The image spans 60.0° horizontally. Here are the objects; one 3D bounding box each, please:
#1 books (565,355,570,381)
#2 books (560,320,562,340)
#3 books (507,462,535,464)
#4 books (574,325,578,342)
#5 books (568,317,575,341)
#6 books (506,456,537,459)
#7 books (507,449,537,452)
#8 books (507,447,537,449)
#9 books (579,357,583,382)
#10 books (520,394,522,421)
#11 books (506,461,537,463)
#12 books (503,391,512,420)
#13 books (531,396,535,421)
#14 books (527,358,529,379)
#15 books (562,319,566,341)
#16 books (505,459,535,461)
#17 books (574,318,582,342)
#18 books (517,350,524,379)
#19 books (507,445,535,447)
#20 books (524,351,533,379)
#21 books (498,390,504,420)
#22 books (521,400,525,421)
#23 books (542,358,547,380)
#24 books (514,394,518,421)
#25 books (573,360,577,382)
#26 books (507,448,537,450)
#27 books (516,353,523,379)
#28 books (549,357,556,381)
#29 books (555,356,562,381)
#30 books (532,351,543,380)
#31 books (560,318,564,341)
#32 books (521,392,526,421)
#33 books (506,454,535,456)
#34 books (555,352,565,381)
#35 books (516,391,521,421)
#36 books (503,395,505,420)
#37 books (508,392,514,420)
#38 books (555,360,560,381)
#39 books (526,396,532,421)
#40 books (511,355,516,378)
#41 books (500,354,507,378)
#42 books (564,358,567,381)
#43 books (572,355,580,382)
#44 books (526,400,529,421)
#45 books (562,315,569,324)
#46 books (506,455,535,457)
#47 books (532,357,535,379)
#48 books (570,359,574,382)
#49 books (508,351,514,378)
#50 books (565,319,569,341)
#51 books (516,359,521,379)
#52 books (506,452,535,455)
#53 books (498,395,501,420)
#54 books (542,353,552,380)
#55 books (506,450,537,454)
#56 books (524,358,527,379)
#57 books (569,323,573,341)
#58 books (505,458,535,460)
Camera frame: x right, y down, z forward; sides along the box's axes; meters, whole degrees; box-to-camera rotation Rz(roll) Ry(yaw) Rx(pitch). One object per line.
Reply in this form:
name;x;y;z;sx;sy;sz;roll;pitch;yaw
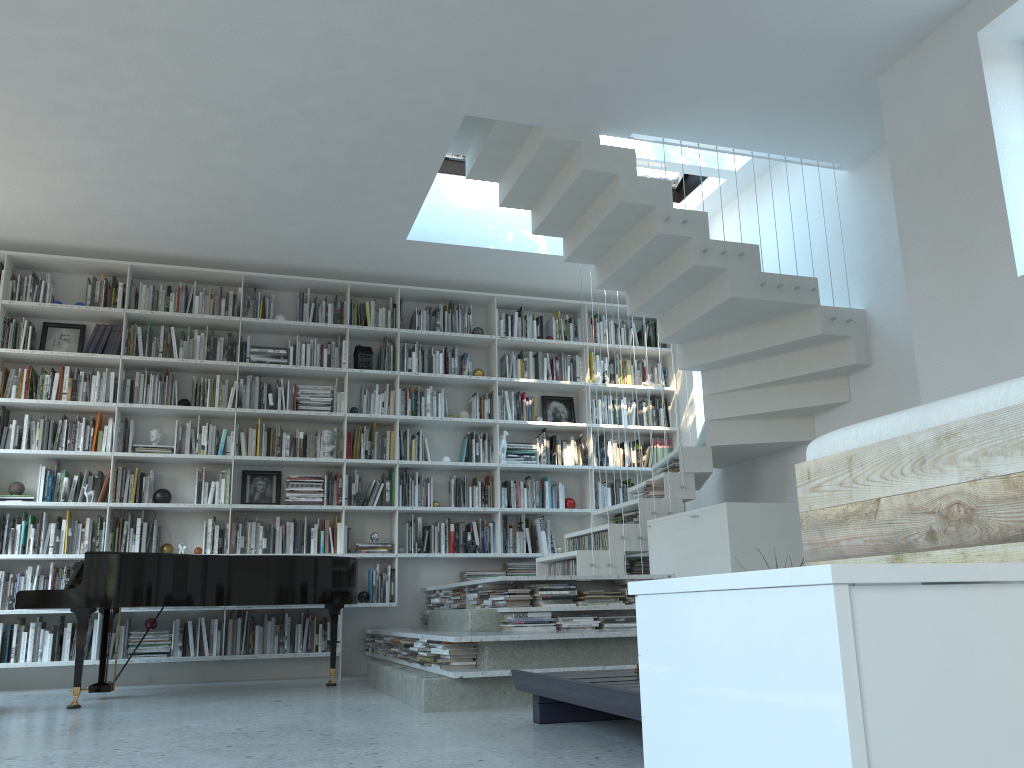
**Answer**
books;0.477;-0.104;7.913;0.036;0.271;0.177;3;-15;-17
books;0.415;-0.440;7.978;0.007;0.225;0.170;3;-15;-17
books;0.053;0.690;7.594;0.254;0.012;0.161;4;-15;-21
books;0.556;-0.417;8.050;0.031;0.211;0.132;3;-15;-17
books;0.530;-0.453;8.045;0.025;0.278;0.136;3;-15;-17
books;0.051;0.644;7.610;0.285;0.012;0.160;4;-15;-19
books;0.052;0.585;7.625;0.285;0.012;0.160;3;-15;-15
books;0.052;0.562;7.630;0.285;0.012;0.160;3;-15;-15
books;0.593;-0.091;7.959;0.031;0.264;0.170;3;-15;-17
books;0.055;0.236;7.718;0.020;0.266;0.152;3;-15;-17
books;0.053;0.677;7.594;0.285;0.012;0.160;2;-15;-12
books;-0.052;0.218;7.682;0.065;0.288;0.146;3;-15;-17
books;0.161;0.248;7.726;0.026;0.243;0.178;3;-15;-17
books;0.117;-0.099;7.826;0.024;0.235;0.147;3;-15;-17
books;0.448;-0.447;8.015;0.017;0.256;0.147;3;-15;-17
books;0.052;0.666;7.599;0.254;0.012;0.161;2;-15;-13
books;0.589;-0.446;8.045;0.026;0.262;0.163;3;-15;-17
books;0.075;-0.134;7.806;0.011;0.295;0.163;3;-15;-17
books;0.051;0.550;7.633;0.254;0.012;0.161;3;-15;-15
books;0.146;-0.128;7.820;0.026;0.287;0.156;3;-15;-17
books;-0.102;0.210;7.672;0.015;0.300;0.141;3;-14;-17
books;0.079;0.260;7.692;0.013;0.206;0.190;3;-15;-17
books;0.265;-0.097;7.835;0.030;0.229;0.187;3;-15;-17
books;0.010;0.235;7.715;0.043;0.268;0.131;3;-15;-17
books;0.542;-0.077;7.946;0.022;0.233;0.159;3;-15;-17
books;0.054;0.572;7.621;0.285;0.012;0.160;5;-16;-22
books;0.060;-0.120;7.789;0.026;0.260;0.168;3;-15;-17
books;0.346;-0.096;7.865;0.014;0.239;0.190;3;-15;-17
books;0.401;-0.101;7.901;0.023;0.263;0.156;3;-15;-17
books;0.210;-0.125;7.794;0.032;0.264;0.246;3;-15;-17
books;0.429;-0.448;7.993;0.031;0.248;0.165;3;-15;-17
books;0.088;0.225;7.715;0.014;0.284;0.176;3;-15;-17
books;0.050;0.622;7.619;0.254;0.012;0.161;3;-15;-17
books;0.426;-0.118;7.898;0.022;0.293;0.181;3;-15;-17
books;0.044;0.222;7.704;0.012;0.286;0.177;3;-15;-17
books;-0.086;0.235;7.661;0.011;0.247;0.156;3;-15;-17
books;-0.013;0.224;7.700;0.012;0.284;0.160;3;-15;-17
books;0.378;-0.082;7.879;0.031;0.217;0.166;3;-15;-17
books;0.135;0.244;7.730;0.021;0.252;0.167;3;-15;-17
books;0.006;-0.114;7.790;0.026;0.250;0.131;3;-15;-17
books;-0.072;-0.121;7.760;0.012;0.253;0.161;3;-15;-17
books;0.452;-0.091;7.912;0.011;0.248;0.152;3;-15;-17
books;0.565;-0.101;7.955;0.026;0.283;0.147;3;-15;-17
books;0.110;0.263;7.717;0.033;0.212;0.153;3;-15;-17
books;0.482;-0.466;8.029;0.020;0.298;0.131;3;-14;-17
books;0.053;0.631;7.606;0.254;0.012;0.161;5;-16;-22
books;0.168;-0.100;7.831;0.025;0.238;0.143;3;-15;-17
books;0.507;-0.085;7.926;0.030;0.240;0.162;3;-15;-17
books;-0.029;-0.133;7.774;0.051;0.281;0.167;3;-15;-17
books;0.471;-0.441;7.998;0.018;0.234;0.186;3;-15;-17
books;0.038;-0.097;7.771;0.025;0.207;0.175;3;-15;-17
books;0.055;0.607;7.613;0.254;0.012;0.161;2;-15;-12
books;-0.126;0.235;7.672;0.030;0.253;0.128;3;-15;-17
books;0.309;-0.113;7.883;0.048;0.282;0.162;3;-15;-17
books;0.053;0.596;7.620;0.285;0.012;0.160;4;-15;-20
books;0.095;-0.098;7.804;0.030;0.223;0.158;3;-15;-17
books;0.510;-0.425;8.012;0.029;0.209;0.170;3;-15;-17
books;0.050;0.656;7.606;0.254;0.012;0.161;3;-15;-15
